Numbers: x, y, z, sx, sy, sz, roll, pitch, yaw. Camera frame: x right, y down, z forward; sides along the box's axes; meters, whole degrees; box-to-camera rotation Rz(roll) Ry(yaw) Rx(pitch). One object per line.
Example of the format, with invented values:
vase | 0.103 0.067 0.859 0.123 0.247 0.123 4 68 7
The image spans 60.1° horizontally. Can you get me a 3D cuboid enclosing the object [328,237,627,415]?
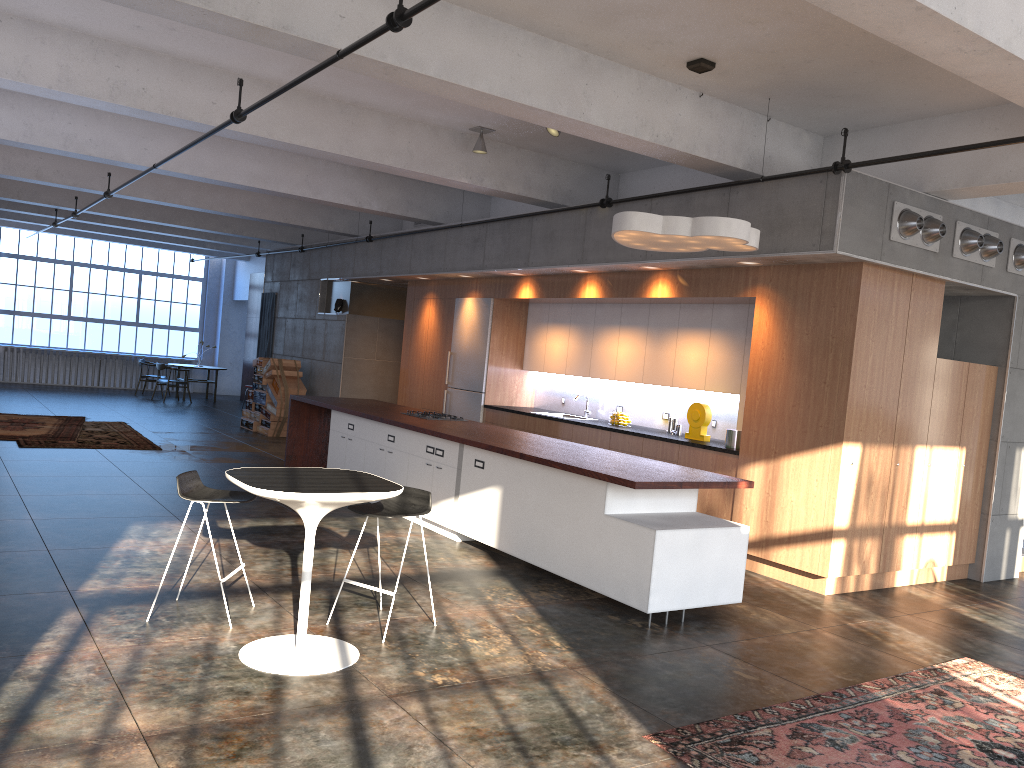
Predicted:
object | 1.281 0.359 10.094 0.063 0.053 0.052 6 2 13

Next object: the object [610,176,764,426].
object | -0.927 0.524 16.099 0.965 1.215 12.962 4 2 -23

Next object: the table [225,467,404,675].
table | -1.090 0.979 4.719 0.845 0.952 0.811 4 3 -34

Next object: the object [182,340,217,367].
object | -7.377 -0.733 20.894 0.790 0.625 0.234 4 3 -32

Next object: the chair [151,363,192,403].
chair | -7.560 -0.021 19.723 0.711 0.865 0.687 7 3 43

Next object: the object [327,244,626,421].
object | 1.263 0.405 10.072 0.062 0.053 0.052 6 2 8

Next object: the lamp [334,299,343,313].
lamp | -2.868 -1.290 14.728 0.167 0.259 0.216 7 3 37

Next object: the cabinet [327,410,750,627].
cabinet | -0.246 0.979 8.318 0.941 0.931 5.528 4 2 -34

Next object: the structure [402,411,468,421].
structure | -0.849 0.359 9.678 0.522 0.072 0.626 4 2 -34

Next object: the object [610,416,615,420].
object | 0.261 -0.813 10.596 2.366 2.230 0.054 7 3 31

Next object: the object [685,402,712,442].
object | 1.881 0.378 8.927 0.101 0.381 0.268 4 3 -34

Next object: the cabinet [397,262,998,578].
cabinet | 1.465 0.062 11.072 2.429 2.564 7.933 4 2 -34

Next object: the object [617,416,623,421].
object | -0.606 -1.029 15.360 0.063 2.212 11.633 4 2 -20

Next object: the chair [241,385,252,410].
chair | -5.467 0.129 19.268 0.669 0.988 0.418 4 3 -35

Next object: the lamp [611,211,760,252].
lamp | 1.296 -1.109 6.612 1.070 0.130 1.016 6 2 12

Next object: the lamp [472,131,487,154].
lamp | -0.318 -2.468 9.018 0.155 0.216 0.156 6 2 3

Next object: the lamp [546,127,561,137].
lamp | 0.401 -2.305 7.751 0.129 0.287 0.226 7 3 39

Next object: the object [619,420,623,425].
object | 1.226 0.437 9.974 0.052 0.057 0.060 6 2 3

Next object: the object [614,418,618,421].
object | 1.175 0.414 10.091 0.061 0.053 0.053 7 3 37

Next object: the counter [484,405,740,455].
counter | 1.512 0.509 10.265 1.641 0.039 4.365 4 2 -34

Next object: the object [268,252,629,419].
object | 1.301 0.374 10.041 0.053 0.052 0.062 6 2 14

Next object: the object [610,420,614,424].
object | 1.597 -0.618 8.633 0.058 2.311 2.882 5 2 -15

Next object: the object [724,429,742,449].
object | 2.105 0.517 8.338 0.188 0.170 0.192 6 2 14

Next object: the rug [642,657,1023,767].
rug | 2.278 1.777 4.225 2.944 0.029 1.815 4 2 -35

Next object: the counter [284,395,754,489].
counter | -0.566 0.904 8.820 1.166 0.972 6.514 4 2 -34

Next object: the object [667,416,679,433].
object | 1.751 0.426 9.596 0.061 0.210 0.141 4 3 -34

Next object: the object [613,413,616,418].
object | -0.964 -0.984 12.424 0.054 2.171 6.716 3 3 -43

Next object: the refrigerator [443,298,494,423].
refrigerator | -0.571 -0.063 12.020 0.224 2.192 0.935 3 3 -37

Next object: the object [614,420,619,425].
object | 1.179 0.438 10.007 0.052 0.053 0.062 7 3 43

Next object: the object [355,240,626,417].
object | 1.253 0.348 9.983 0.064 0.051 0.052 4 3 -42

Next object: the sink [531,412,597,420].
sink | 0.618 0.481 10.734 0.534 0.192 0.714 4 2 -34

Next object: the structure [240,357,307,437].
structure | -4.187 0.188 15.422 0.651 1.316 1.872 4 3 -34

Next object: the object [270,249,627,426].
object | 1.269 0.445 10.019 0.072 0.063 0.065 6 2 21

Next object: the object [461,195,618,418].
object | 1.208 0.385 10.017 0.051 0.053 0.064 6 2 4

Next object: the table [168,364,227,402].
table | -7.458 0.005 20.938 1.301 0.852 1.318 6 2 9

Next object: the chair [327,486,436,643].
chair | -0.752 1.083 5.349 0.454 0.896 0.515 7 3 33

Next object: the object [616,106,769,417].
object | 1.200 0.347 9.980 0.058 0.060 0.052 5 2 -11

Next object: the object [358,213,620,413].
object | 1.220 0.340 10.113 0.059 0.060 0.050 5 2 0

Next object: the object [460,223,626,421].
object | 1.261 0.394 10.002 0.053 0.053 0.061 4 2 -27

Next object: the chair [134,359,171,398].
chair | -8.413 -0.134 20.801 0.677 0.865 0.723 5 2 -8

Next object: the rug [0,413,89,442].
rug | -7.269 0.595 13.026 1.908 0.048 3.460 5 2 -25
